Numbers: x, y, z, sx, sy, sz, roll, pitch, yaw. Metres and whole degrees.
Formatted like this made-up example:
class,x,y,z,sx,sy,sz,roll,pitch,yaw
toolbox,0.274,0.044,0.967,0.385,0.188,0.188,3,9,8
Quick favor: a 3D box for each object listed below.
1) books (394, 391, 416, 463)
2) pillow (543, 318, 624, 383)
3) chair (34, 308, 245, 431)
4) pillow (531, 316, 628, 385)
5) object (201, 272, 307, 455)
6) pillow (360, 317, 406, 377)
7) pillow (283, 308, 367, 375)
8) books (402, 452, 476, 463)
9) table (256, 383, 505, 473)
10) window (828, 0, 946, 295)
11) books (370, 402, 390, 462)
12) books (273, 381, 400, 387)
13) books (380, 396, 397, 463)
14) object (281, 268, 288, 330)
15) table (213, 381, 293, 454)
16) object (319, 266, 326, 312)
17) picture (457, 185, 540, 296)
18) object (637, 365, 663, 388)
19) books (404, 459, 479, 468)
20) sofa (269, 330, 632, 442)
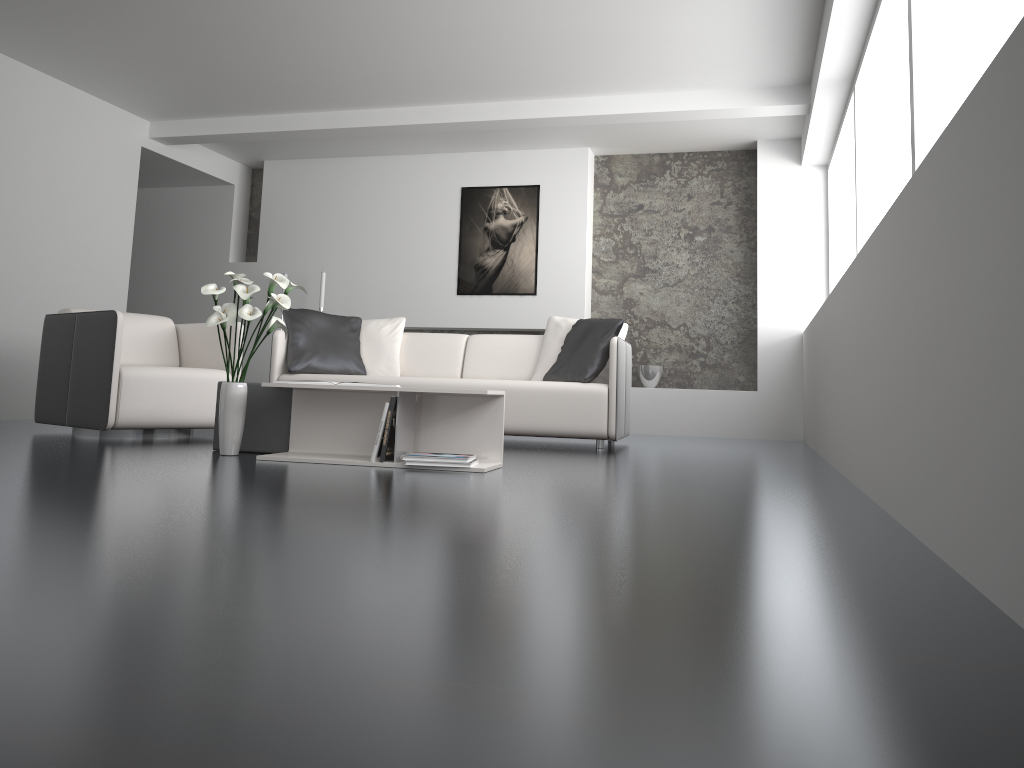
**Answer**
class,x,y,z,sx,sy,sz,roll,pitch,yaw
books,-0.439,0.173,3.625,0.007,0.287,0.203,0,-5,13
pillow,0.468,-0.211,5.511,0.332,0.442,0.548,5,-4,-29
chair,-2.129,-0.092,5.025,0.917,0.670,0.761,0,-4,40
pillow,0.444,-0.205,5.783,0.587,0.514,0.295,1,-6,19
object,-1.127,-0.093,3.777,0.378,0.808,0.441,2,-6,-2
pillow,-1.029,-0.235,6.109,0.585,0.506,0.319,2,-5,5
pillow,-1.242,-0.277,5.892,0.563,0.455,0.276,4,-6,-30
books,-0.291,0.295,3.542,0.263,0.017,0.225,2,-1,5
table,-0.538,0.170,3.662,0.969,0.318,0.295,2,-4,13
window,1.584,-1.179,3.362,0.110,1.445,7.979,0,-1,15
books,-0.502,0.193,3.615,0.069,0.241,0.225,0,-4,13
books,-0.794,-0.002,4.070,0.548,0.017,0.355,2,-1,-4
books,-0.471,0.182,3.613,0.050,0.267,0.231,0,-5,13
object,-2.149,-0.387,8.185,0.180,1.414,0.177,0,-7,15
table,-0.713,0.167,4.027,1.258,0.318,0.295,2,-4,14
object,-1.745,-0.375,7.968,0.180,1.414,0.177,0,-7,15
picture,-0.124,-1.299,7.963,0.746,1.018,0.004,1,-7,15
object,1.186,-0.061,7.571,0.215,0.193,0.213,1,-4,10
books,-0.278,0.312,3.519,0.263,0.017,0.211,2,-1,5
sofa,-0.368,-0.023,5.828,2.239,0.669,0.910,2,-3,13
